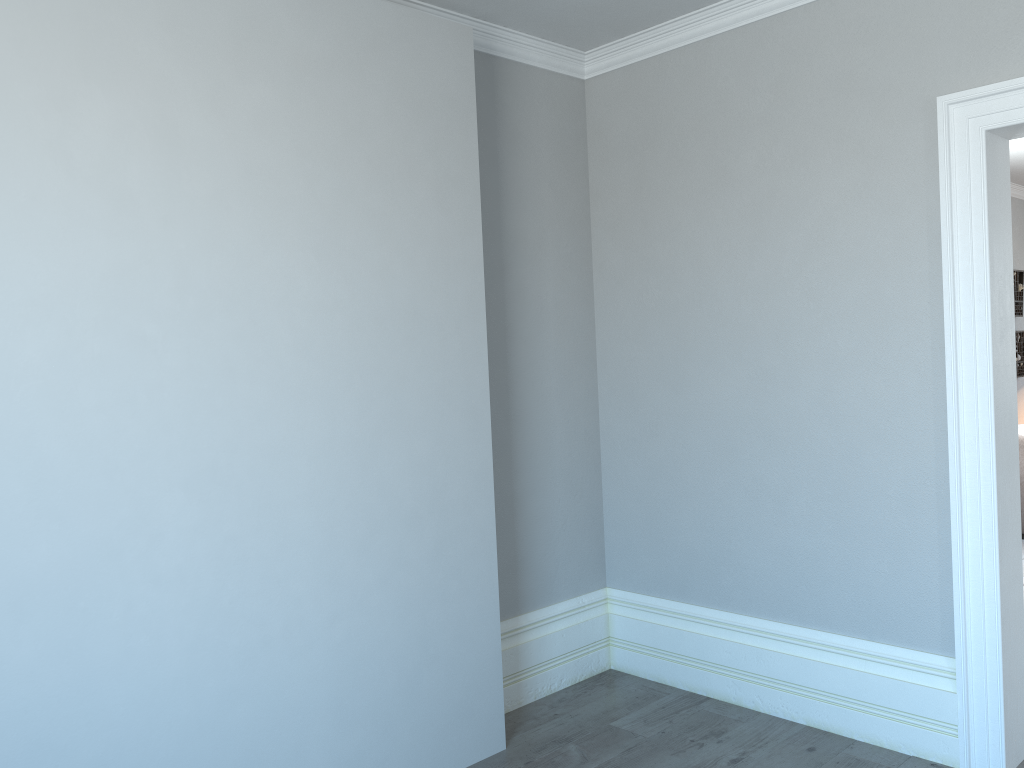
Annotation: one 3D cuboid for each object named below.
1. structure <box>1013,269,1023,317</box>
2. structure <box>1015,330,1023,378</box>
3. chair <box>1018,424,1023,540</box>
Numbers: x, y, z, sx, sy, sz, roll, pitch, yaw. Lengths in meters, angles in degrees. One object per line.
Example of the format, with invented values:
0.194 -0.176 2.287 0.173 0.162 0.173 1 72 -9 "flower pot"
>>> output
4.400 -0.797 7.787 0.468 0.416 0.105 -4 2 -44 "structure"
4.432 -0.262 7.820 0.468 0.416 0.086 -4 2 -44 "structure"
3.921 0.669 5.824 0.970 0.795 0.807 -3 2 -3 "chair"
